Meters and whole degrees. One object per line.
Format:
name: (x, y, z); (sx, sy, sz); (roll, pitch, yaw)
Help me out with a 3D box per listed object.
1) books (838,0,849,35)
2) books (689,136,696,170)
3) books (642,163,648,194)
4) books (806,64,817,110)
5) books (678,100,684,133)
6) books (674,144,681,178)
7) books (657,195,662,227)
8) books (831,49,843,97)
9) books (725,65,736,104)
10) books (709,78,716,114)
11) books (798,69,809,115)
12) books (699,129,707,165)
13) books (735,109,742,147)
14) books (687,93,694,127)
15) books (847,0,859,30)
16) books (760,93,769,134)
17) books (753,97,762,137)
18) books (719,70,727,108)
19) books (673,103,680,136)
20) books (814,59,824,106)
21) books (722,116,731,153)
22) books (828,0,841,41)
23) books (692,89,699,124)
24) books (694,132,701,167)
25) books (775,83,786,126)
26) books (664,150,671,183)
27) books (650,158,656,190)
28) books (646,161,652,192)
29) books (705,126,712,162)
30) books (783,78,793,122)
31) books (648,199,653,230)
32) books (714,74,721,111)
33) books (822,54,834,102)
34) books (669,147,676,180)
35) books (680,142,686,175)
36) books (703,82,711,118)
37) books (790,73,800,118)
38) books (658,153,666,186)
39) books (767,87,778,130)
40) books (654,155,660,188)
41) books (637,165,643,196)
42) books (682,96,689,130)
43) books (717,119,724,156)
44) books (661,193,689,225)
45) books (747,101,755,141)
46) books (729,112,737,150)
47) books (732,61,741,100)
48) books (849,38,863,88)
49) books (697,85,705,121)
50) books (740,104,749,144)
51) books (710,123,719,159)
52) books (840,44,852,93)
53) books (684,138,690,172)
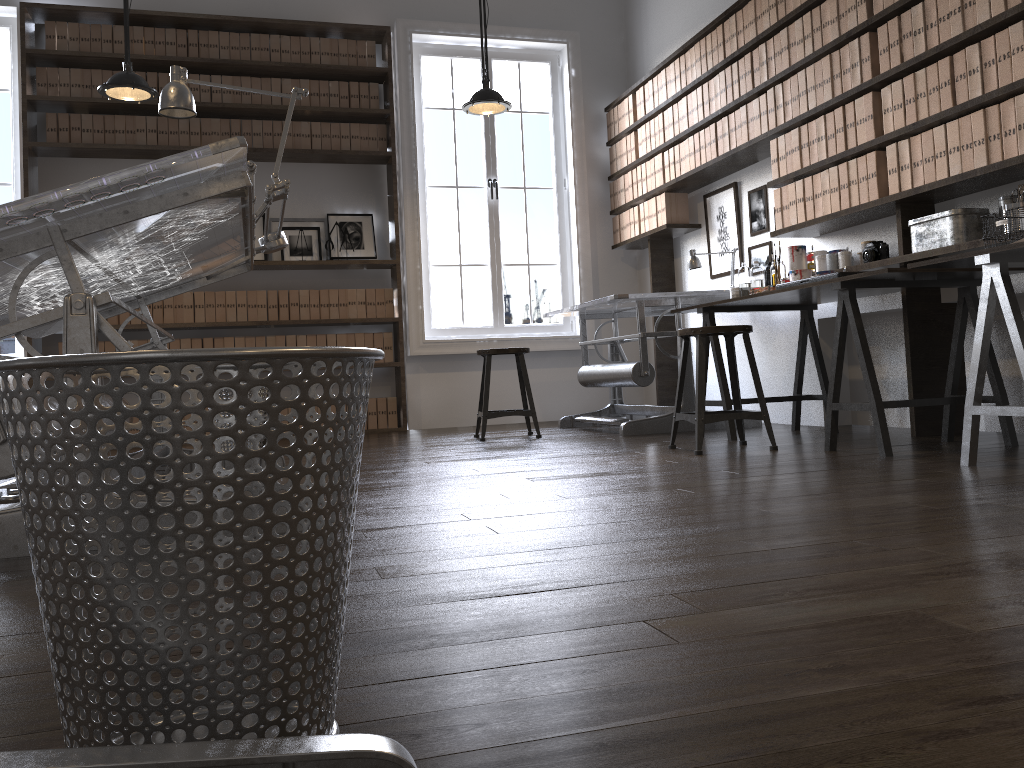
books: (1.654, -1.763, 4.220); (0.174, 0.226, 0.066); (-2, -2, -16)
books: (1.233, -1.476, 5.686); (0.174, 0.226, 0.066); (-2, -2, -16)
books: (1.032, -1.477, 6.388); (0.174, 0.226, 0.066); (-2, -2, -16)
books: (1.588, -1.493, 4.474); (0.174, 0.226, 0.066); (-2, -2, -16)
books: (1.190, -1.750, 5.823); (0.174, 0.226, 0.066); (-2, -2, -16)
books: (1.179, -1.474, 5.891); (0.174, 0.226, 0.066); (-2, -2, -16)
books: (1.107, -1.202, 6.178); (0.174, 0.226, 0.066); (-2, -2, -16)
books: (1.645, -1.495, 4.285); (0.174, 0.226, 0.066); (-2, -2, -16)
books: (1.358, -1.755, 5.223); (0.174, 0.226, 0.067); (-2, -2, -16)
books: (1.305, -1.753, 5.431); (0.174, 0.226, 0.066); (-2, -2, -16)
books: (1.566, -1.492, 4.543); (0.174, 0.226, 0.067); (-2, -2, -16)
books: (1.275, -1.477, 5.557); (0.174, 0.226, 0.066); (-2, -2, -16)
books: (1.395, -1.481, 5.148); (0.174, 0.226, 0.066); (-2, -2, -16)
books: (1.226, -1.751, 5.694); (0.174, 0.226, 0.066); (-2, -2, -16)
books: (1.670, -1.764, 4.160); (0.174, 0.226, 0.066); (-2, -2, -16)
books: (1.466, -1.482, 4.888); (0.174, 0.226, 0.067); (-2, -2, -16)
books: (1.447, -1.482, 4.958); (0.174, 0.226, 0.066); (-2, -2, -16)
books: (1.338, -1.754, 5.292); (0.174, 0.226, 0.066); (-2, -2, -16)
books: (1.170, -1.750, 5.891); (0.174, 0.226, 0.066); (-2, -2, -16)
books: (1.607, -1.494, 4.414); (0.174, 0.226, 0.066); (-2, -2, -16)
books: (1.352, -1.479, 5.283); (0.174, 0.226, 0.066); (-2, -2, -16)
books: (1.631, -1.762, 4.283); (0.174, 0.226, 0.067); (-2, -2, -16)
books: (1.242, -1.751, 5.633); (0.174, 0.226, 0.066); (-2, -2, -16)
books: (1.253, -1.476, 5.617); (0.174, 0.226, 0.067); (-2, -2, -16)
books: (1.509, -1.491, 4.744); (0.174, 0.226, 0.066); (-2, -2, -16)
books: (1.135, -1.473, 6.036); (0.174, 0.226, 0.066); (-2, -2, -16)
books: (1.073, -1.478, 6.255); (0.174, 0.226, 0.066); (-2, -2, -16)
books: (1.056, -1.478, 6.322); (0.174, 0.226, 0.066); (-2, -2, -16)
books: (1.295, -1.478, 5.495); (0.174, 0.226, 0.066); (-2, -2, -16)
books: (1.532, -1.491, 4.678); (0.174, 0.226, 0.066); (-2, -2, -16)
books: (1.067, -1.201, 6.308); (0.174, 0.226, 0.066); (-2, -2, -16)
books: (1.321, -1.754, 5.363); (0.174, 0.226, 0.066); (-2, -2, -16)
books: (1.621, -1.494, 4.349); (0.174, 0.226, 0.067); (-2, -2, -16)
books: (1.156, -1.474, 5.957); (0.174, 0.226, 0.067); (-2, -2, -16)
books: (1.200, -1.475, 5.824); (0.174, 0.226, 0.066); (-2, -2, -16)
books: (1.284, -1.753, 5.497); (0.174, 0.226, 0.066); (-2, -2, -16)
books: (1.550, -1.492, 4.611); (0.174, 0.226, 0.066); (-2, -2, -16)
books: (1.106, -1.479, 6.121); (0.174, 0.226, 0.067); (-2, -2, -16)
books: (1.486, -1.490, 4.813); (0.174, 0.226, 0.066); (-2, -2, -16)
books: (1.093, -1.479, 6.183); (0.174, 0.226, 0.066); (-2, -2, -16)
books: (1.009, -1.477, 6.457); (0.174, 0.226, 0.066); (-2, -2, -16)
books: (1.203, -1.750, 5.757); (0.174, 0.226, 0.067); (-2, -2, -16)
books: (1.337, -1.479, 5.352); (0.174, 0.226, 0.066); (-2, -2, -16)
books: (1.124, -1.202, 6.111); (0.174, 0.226, 0.066); (-2, -2, -16)
books: (1.431, -1.482, 5.019); (0.174, 0.226, 0.066); (-2, -2, -16)
books: (1.376, -1.480, 5.216); (0.174, 0.226, 0.066); (-2, -2, -16)
books: (1.379, -1.756, 5.164); (0.174, 0.226, 0.066); (-2, -2, -16)
books: (1.681, -1.496, 4.148); (0.174, 0.226, 0.066); (-2, -2, -16)
books: (1.261, -1.752, 5.563); (0.174, 0.226, 0.067); (-2, -2, -16)
books: (1.408, -1.481, 5.082); (0.174, 0.226, 0.067); (-2, -2, -16)
books: (1.310, -1.478, 5.422); (0.174, 0.226, 0.067); (-2, -2, -16)
books: (1.665, -1.495, 4.217); (0.174, 0.226, 0.066); (-2, -2, -16)
books: (1.216, -1.475, 5.756); (0.174, 0.226, 0.066); (-2, -2, -16)
